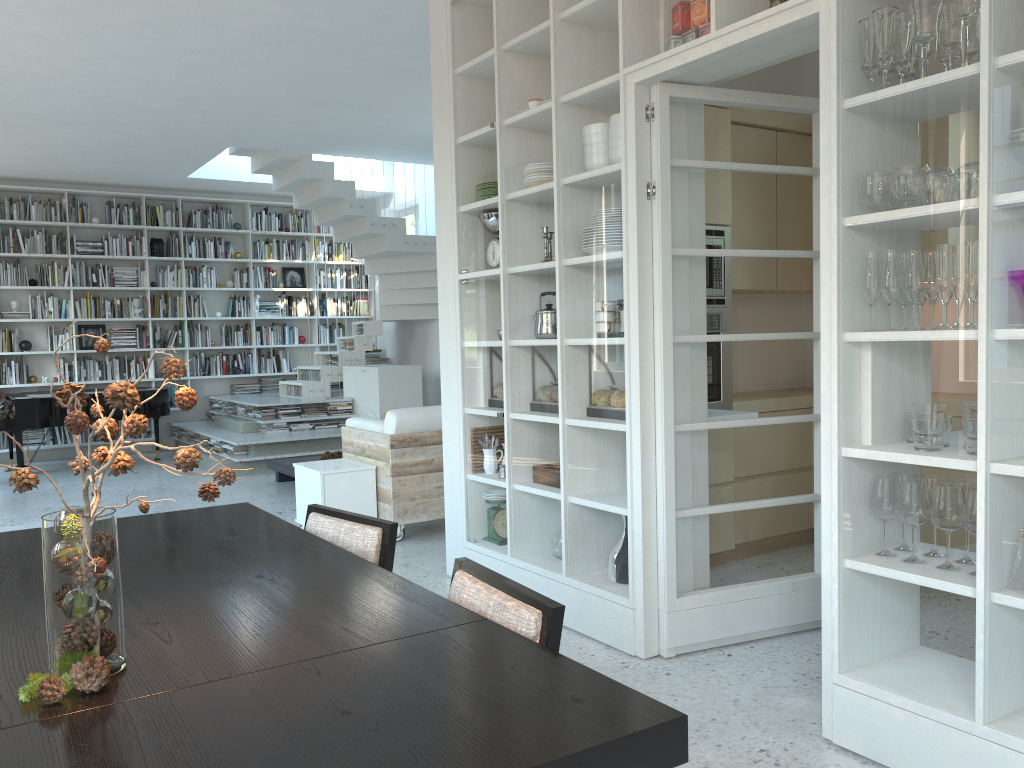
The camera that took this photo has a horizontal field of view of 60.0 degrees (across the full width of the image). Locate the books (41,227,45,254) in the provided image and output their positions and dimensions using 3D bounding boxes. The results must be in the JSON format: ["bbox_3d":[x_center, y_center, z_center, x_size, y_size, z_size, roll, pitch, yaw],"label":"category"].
[{"bbox_3d":[-5.411,-1.639,10.237,0.011,0.314,0.183,-4,4,-33],"label":"books"}]

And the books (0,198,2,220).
[{"bbox_3d":[-5.769,-1.953,9.995,0.012,0.250,0.174,-4,4,-33],"label":"books"}]

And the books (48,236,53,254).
[{"bbox_3d":[-5.355,-1.595,10.278,0.030,0.218,0.182,-4,4,-33],"label":"books"}]

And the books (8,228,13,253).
[{"bbox_3d":[-5.689,-1.613,10.065,0.023,0.293,0.155,-4,4,-33],"label":"books"}]

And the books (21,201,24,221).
[{"bbox_3d":[-5.594,-1.958,10.124,0.029,0.236,0.130,-4,4,-33],"label":"books"}]

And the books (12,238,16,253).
[{"bbox_3d":[-5.669,-1.558,10.093,0.034,0.180,0.160,-4,4,-33],"label":"books"}]

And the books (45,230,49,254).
[{"bbox_3d":[-5.389,-1.630,10.279,0.022,0.291,0.146,-4,4,-33],"label":"books"}]

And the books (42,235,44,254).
[{"bbox_3d":[-5.425,-1.598,10.242,0.013,0.231,0.141,-4,4,-33],"label":"books"}]

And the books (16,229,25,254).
[{"bbox_3d":[-5.604,-1.613,10.111,0.075,0.286,0.178,-4,4,-33],"label":"books"}]

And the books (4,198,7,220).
[{"bbox_3d":[-5.725,-1.963,10.026,0.010,0.264,0.160,-4,4,-33],"label":"books"}]

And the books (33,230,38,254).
[{"bbox_3d":[-5.489,-1.622,10.210,0.026,0.287,0.137,-4,4,-33],"label":"books"}]

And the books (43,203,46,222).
[{"bbox_3d":[-5.403,-1.965,10.230,0.021,0.229,0.161,-4,4,-33],"label":"books"}]

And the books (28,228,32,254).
[{"bbox_3d":[-5.527,-1.630,10.171,0.012,0.308,0.145,-4,4,-33],"label":"books"}]

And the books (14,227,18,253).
[{"bbox_3d":[-5.656,-1.627,10.108,0.013,0.315,0.135,-4,4,-33],"label":"books"}]

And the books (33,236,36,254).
[{"bbox_3d":[-5.496,-1.582,10.192,0.010,0.208,0.173,-4,4,-33],"label":"books"}]

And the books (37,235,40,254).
[{"bbox_3d":[-5.455,-1.593,10.205,0.021,0.226,0.191,-4,4,-33],"label":"books"}]

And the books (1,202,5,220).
[{"bbox_3d":[-5.744,-1.933,9.997,0.029,0.208,0.178,-4,4,-33],"label":"books"}]

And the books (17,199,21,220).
[{"bbox_3d":[-5.613,-1.964,10.095,0.013,0.252,0.183,-4,4,-33],"label":"books"}]

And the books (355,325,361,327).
[{"bbox_3d":[-1.896,-0.740,11.321,0.190,0.015,0.230,-3,3,-19],"label":"books"}]

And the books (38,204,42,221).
[{"bbox_3d":[-5.447,-1.956,10.227,0.029,0.213,0.141,-4,4,-33],"label":"books"}]

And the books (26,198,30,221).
[{"bbox_3d":[-5.541,-1.978,10.137,0.052,0.273,0.172,-4,4,-33],"label":"books"}]

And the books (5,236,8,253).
[{"bbox_3d":[-5.736,-1.564,10.046,0.024,0.201,0.153,-4,4,-33],"label":"books"}]

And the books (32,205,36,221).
[{"bbox_3d":[-5.496,-1.940,10.174,0.031,0.190,0.181,-4,4,-33],"label":"books"}]

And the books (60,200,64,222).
[{"bbox_3d":[-5.244,-1.993,10.334,0.014,0.267,0.171,-4,4,-33],"label":"books"}]

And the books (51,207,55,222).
[{"bbox_3d":[-5.327,-1.947,10.277,0.031,0.185,0.176,-4,4,-33],"label":"books"}]

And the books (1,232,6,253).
[{"bbox_3d":[-5.752,-1.583,10.019,0.031,0.242,0.181,-4,4,-33],"label":"books"}]

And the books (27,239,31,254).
[{"bbox_3d":[-5.542,-1.565,10.164,0.028,0.180,0.168,-4,4,-33],"label":"books"}]

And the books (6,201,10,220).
[{"bbox_3d":[-5.724,-1.950,10.058,0.025,0.235,0.129,-4,4,-33],"label":"books"}]

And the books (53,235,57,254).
[{"bbox_3d":[-5.325,-1.607,10.320,0.024,0.237,0.153,-4,4,-33],"label":"books"}]

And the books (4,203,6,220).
[{"bbox_3d":[-5.733,-1.934,10.020,0.014,0.207,0.166,-4,4,-33],"label":"books"}]

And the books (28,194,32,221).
[{"bbox_3d":[-5.521,-2.002,10.165,0.014,0.315,0.166,-4,4,-33],"label":"books"}]

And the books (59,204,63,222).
[{"bbox_3d":[-5.256,-1.971,10.318,0.026,0.225,0.172,-4,4,-33],"label":"books"}]

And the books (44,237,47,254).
[{"bbox_3d":[-5.406,-1.591,10.267,0.024,0.213,0.150,-4,4,-33],"label":"books"}]

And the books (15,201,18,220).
[{"bbox_3d":[-5.637,-1.954,10.088,0.013,0.234,0.154,-4,4,-33],"label":"books"}]

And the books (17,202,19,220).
[{"bbox_3d":[-5.622,-1.945,10.089,0.011,0.216,0.160,-4,4,-33],"label":"books"}]

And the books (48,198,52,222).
[{"bbox_3d":[-5.350,-1.996,10.266,0.013,0.286,0.159,-4,4,-33],"label":"books"}]

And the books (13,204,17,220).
[{"bbox_3d":[-5.657,-1.936,10.080,0.030,0.201,0.152,-4,4,-33],"label":"books"}]

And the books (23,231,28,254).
[{"bbox_3d":[-5.570,-1.606,10.152,0.027,0.265,0.168,-4,4,-33],"label":"books"}]

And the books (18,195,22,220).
[{"bbox_3d":[-5.605,-1.988,10.102,0.010,0.299,0.151,-4,4,-33],"label":"books"}]

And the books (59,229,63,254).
[{"bbox_3d":[-5.269,-1.642,10.331,0.058,0.303,0.175,-4,4,-33],"label":"books"}]

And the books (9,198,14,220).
[{"bbox_3d":[-5.687,-1.968,10.070,0.028,0.268,0.151,-4,4,-33],"label":"books"}]

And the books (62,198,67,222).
[{"bbox_3d":[-5.225,-2.005,10.340,0.026,0.289,0.176,-4,4,-33],"label":"books"}]

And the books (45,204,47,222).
[{"bbox_3d":[-5.382,-1.954,10.230,0.013,0.207,0.178,-4,4,-33],"label":"books"}]

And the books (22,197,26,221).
[{"bbox_3d":[-5.569,-1.978,10.122,0.013,0.276,0.164,-4,4,-33],"label":"books"}]

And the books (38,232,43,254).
[{"bbox_3d":[-5.445,-1.612,10.233,0.028,0.261,0.135,-4,4,-33],"label":"books"}]

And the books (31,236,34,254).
[{"bbox_3d":[-5.524,-1.584,10.205,0.024,0.212,0.128,-4,4,-33],"label":"books"}]

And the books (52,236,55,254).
[{"bbox_3d":[-5.336,-1.599,10.295,0.022,0.223,0.161,-4,4,-33],"label":"books"}]

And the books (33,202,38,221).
[{"bbox_3d":[-5.477,-1.964,10.196,0.026,0.236,0.134,-4,4,-33],"label":"books"}]

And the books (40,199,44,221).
[{"bbox_3d":[-5.415,-1.982,10.214,0.014,0.266,0.192,-4,4,-33],"label":"books"}]

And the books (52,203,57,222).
[{"bbox_3d":[-5.309,-1.975,10.298,0.026,0.237,0.149,-4,4,-33],"label":"books"}]

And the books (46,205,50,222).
[{"bbox_3d":[-5.364,-1.952,10.238,0.026,0.200,0.187,-4,4,-33],"label":"books"}]

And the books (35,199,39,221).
[{"bbox_3d":[-5.462,-1.982,10.206,0.014,0.269,0.156,-4,4,-33],"label":"books"}]

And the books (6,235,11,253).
[{"bbox_3d":[-5.710,-1.574,10.054,0.029,0.219,0.157,-4,4,-33],"label":"books"}]

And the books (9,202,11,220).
[{"bbox_3d":[-5.704,-1.942,10.062,0.012,0.216,0.150,-4,4,-33],"label":"books"}]

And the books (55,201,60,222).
[{"bbox_3d":[-5.291,-1.988,10.320,0.029,0.261,0.151,-4,4,-33],"label":"books"}]

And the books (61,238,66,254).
[{"bbox_3d":[-5.245,-1.600,10.378,0.028,0.212,0.134,-4,4,-33],"label":"books"}]

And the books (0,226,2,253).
[{"bbox_3d":[-5.770,-1.618,10.004,0.012,0.315,0.171,-4,4,-33],"label":"books"}]

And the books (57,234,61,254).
[{"bbox_3d":[-5.282,-1.622,10.324,0.055,0.264,0.166,-4,4,-33],"label":"books"}]
